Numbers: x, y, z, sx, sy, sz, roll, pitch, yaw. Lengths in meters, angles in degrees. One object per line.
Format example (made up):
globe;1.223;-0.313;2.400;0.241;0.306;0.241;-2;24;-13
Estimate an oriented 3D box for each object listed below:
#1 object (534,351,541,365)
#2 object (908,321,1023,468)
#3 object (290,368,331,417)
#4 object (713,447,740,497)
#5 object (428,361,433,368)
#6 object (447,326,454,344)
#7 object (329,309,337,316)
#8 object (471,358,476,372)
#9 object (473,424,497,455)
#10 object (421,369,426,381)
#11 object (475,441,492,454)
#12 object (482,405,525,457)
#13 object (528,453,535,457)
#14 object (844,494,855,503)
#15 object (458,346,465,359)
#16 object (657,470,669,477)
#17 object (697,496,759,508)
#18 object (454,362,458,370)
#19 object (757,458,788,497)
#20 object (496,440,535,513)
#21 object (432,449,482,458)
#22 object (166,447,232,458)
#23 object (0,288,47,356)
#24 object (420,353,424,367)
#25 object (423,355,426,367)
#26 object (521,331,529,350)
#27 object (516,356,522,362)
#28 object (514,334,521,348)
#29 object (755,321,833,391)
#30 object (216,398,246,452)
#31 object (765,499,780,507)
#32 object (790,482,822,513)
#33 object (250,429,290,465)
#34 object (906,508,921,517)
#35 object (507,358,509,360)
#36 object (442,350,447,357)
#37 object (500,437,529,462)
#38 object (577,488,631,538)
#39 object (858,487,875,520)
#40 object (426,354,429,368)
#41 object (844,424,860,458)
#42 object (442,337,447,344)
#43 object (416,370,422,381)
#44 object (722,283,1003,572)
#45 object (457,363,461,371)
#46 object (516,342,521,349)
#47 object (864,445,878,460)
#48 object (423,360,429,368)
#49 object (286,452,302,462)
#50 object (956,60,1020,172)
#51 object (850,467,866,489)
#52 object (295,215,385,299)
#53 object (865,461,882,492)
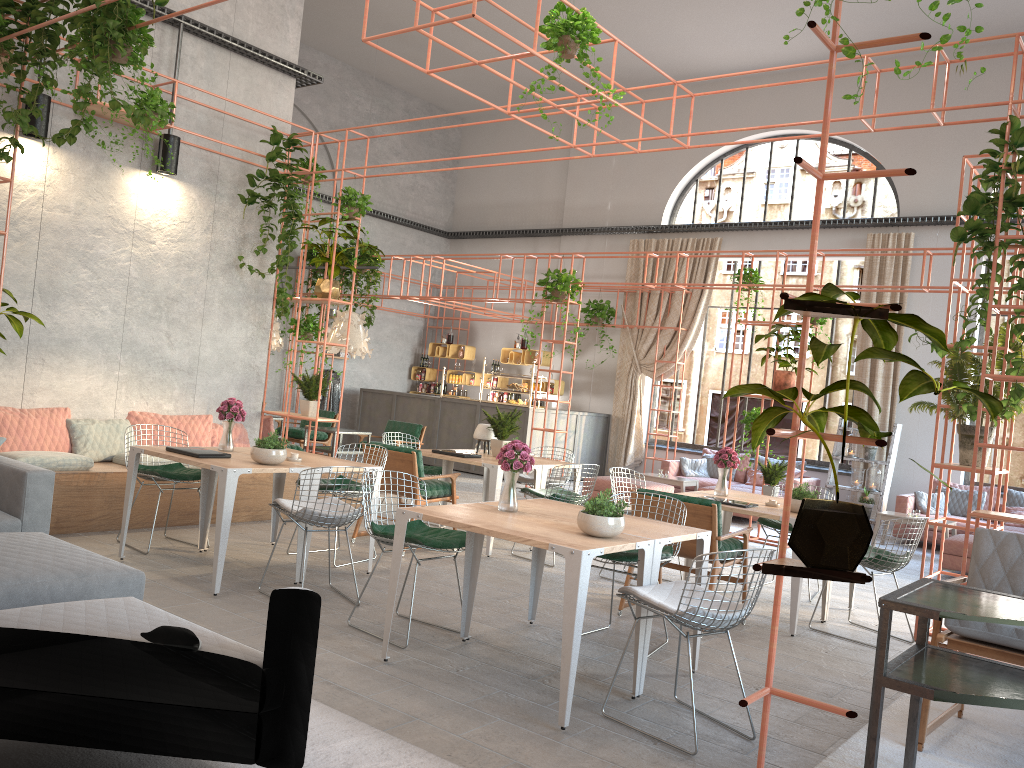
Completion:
object;0.494;-0.485;16.847;0.137;0.261;0.137;6;0;-16
object;3.551;0.075;6.709;0.894;1.100;0.900;6;0;-23
object;-2.134;0.087;9.420;0.368;0.527;0.438;6;0;38
object;1.783;0.732;7.429;0.225;0.414;0.213;6;0;30
object;-1.719;-0.409;18.595;0.115;0.147;0.115;6;0;-8
object;-1.264;-1.008;18.286;0.134;0.386;0.134;6;0;-19
object;-3.397;-1.355;16.828;0.133;0.145;0.133;6;0;-1
object;-0.777;-0.377;17.864;0.075;0.273;0.075;6;0;4
object;-0.281;0.571;9.149;0.241;0.313;0.241;6;0;-7
object;-1.826;-0.193;18.473;0.094;0.248;0.072;6;0;38
object;-0.270;0.644;9.303;0.210;0.154;0.165;6;0;27
object;-0.092;0.472;8.875;0.368;0.527;0.438;6;0;38
object;0.133;0.739;9.300;0.218;0.041;0.218;6;0;-44
object;4.902;1.767;12.897;0.192;0.320;0.208;6;0;43
object;-1.021;-0.638;18.016;0.137;0.261;0.137;6;0;-16
object;2.247;1.369;13.343;0.199;0.145;0.156;6;0;-38
object;1.668;0.923;6.908;0.427;0.031;0.268;6;0;38
object;-1.138;-0.357;17.981;0.083;0.159;0.083;6;0;-43
object;3.152;1.146;10.710;0.368;0.527;0.438;6;0;38
object;0.009;0.527;5.105;0.225;0.414;0.213;6;0;30
object;-0.536;0.676;8.590;0.427;0.031;0.268;6;0;38
object;-2.246;0.490;6.351;0.427;0.031;0.268;6;0;38
object;-4.111;-0.424;6.702;0.934;0.919;0.903;6;0;9
object;-1.884;-0.499;18.544;0.066;0.291;0.066;6;0;7
object;-1.838;-0.494;18.606;0.066;0.291;0.066;6;0;44
object;0.250;-0.855;17.116;0.134;0.386;0.134;6;0;26
object;0.150;-0.461;17.028;0.141;0.142;0.123;6;0;38
object;0.117;-0.827;17.261;0.134;0.301;0.134;6;0;26
object;3.416;-0.301;10.717;0.923;0.946;0.924;6;0;4
object;-2.153;0.309;6.774;0.225;0.414;0.213;6;0;30
object;2.066;0.941;7.023;0.115;0.073;0.115;6;0;32
object;2.215;0.871;6.765;0.252;0.247;0.247;6;0;37
object;-1.698;0.439;6.209;0.254;0.247;0.248;6;0;38
object;5.036;1.651;11.189;0.199;0.145;0.156;6;0;-38
object;-0.037;-0.483;17.262;0.097;0.148;0.097;6;0;34
object;-1.364;-0.614;18.198;0.141;0.142;0.123;6;0;38
object;0.012;0.624;8.447;0.254;0.247;0.248;6;0;38
object;0.459;0.656;4.543;0.252;0.247;0.247;6;0;37
object;5.087;1.711;12.724;0.236;0.464;0.225;6;0;16
object;-1.787;-0.488;18.669;0.066;0.291;0.066;6;0;-13
object;5.072;0.843;13.184;0.216;0.500;0.216;6;0;-20
object;-1.388;-0.889;18.191;0.088;0.123;0.088;6;0;4
object;-1.944;-0.179;18.578;0.131;0.207;0.131;6;0;-7
object;1.112;0.130;2.731;0.934;0.923;0.903;6;0;4
object;-1.066;-0.350;17.926;0.083;0.159;0.083;6;0;-43
object;0.126;-0.737;17.021;0.088;0.123;0.088;6;0;4
object;5.272;0.886;13.023;0.212;0.457;0.217;6;0;-36
object;-1.798;-0.418;18.491;0.115;0.147;0.115;6;0;-8
object;-1.616;0.537;6.585;0.115;0.078;0.115;6;0;43
object;1.425;-0.779;2.347;0.894;1.101;0.900;6;0;2
object;5.057;1.381;12.992;0.223;0.297;0.223;6;0;-33
object;-1.855;-1.359;9.457;0.934;0.947;0.903;6;0;-1
object;5.232;1.332;12.822;0.216;0.430;0.219;6;0;31
